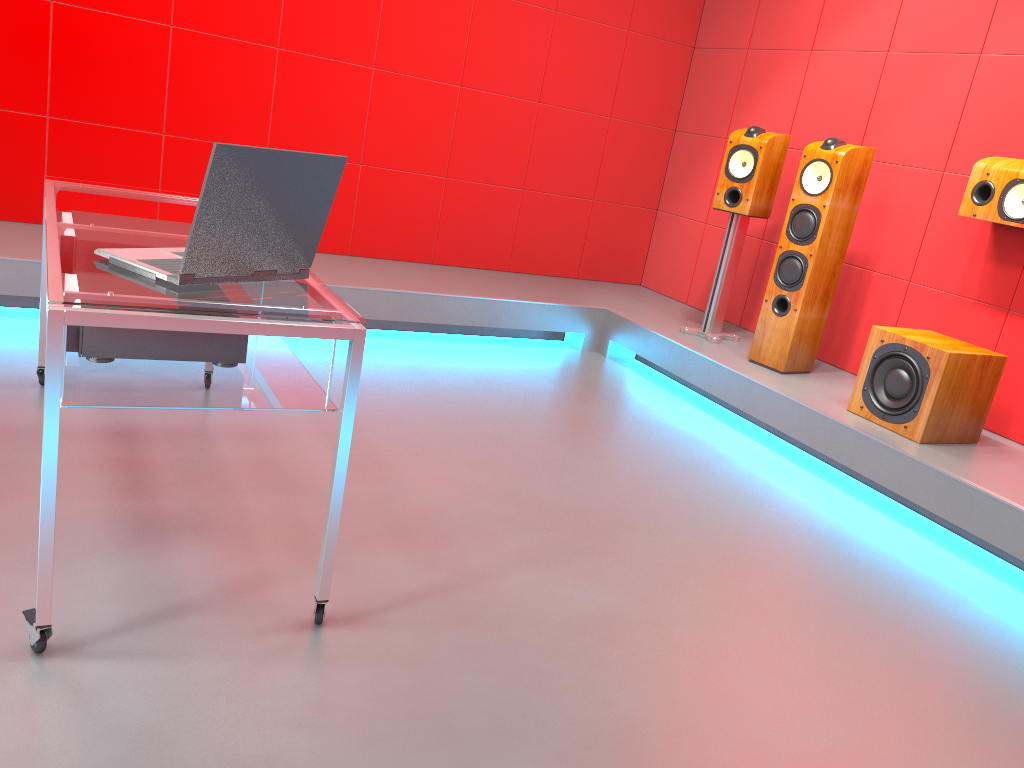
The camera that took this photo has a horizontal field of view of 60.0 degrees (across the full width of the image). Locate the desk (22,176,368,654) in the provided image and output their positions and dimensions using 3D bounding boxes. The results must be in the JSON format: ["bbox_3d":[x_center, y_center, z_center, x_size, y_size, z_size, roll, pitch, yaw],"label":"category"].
[{"bbox_3d":[-0.937,-0.066,2.348,0.594,0.690,1.617,2,18,-29],"label":"desk"}]

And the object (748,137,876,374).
[{"bbox_3d":[1.352,-0.576,4.033,0.238,1.052,0.203,-2,20,-38],"label":"object"}]

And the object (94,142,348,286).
[{"bbox_3d":[-0.600,-0.368,1.835,0.340,0.285,0.342,20,18,29],"label":"object"}]

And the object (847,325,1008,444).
[{"bbox_3d":[1.623,0.000,3.494,0.360,0.360,0.360,2,18,-29],"label":"object"}]

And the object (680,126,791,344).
[{"bbox_3d":[1.123,-0.748,4.463,0.231,1.058,0.265,24,21,38],"label":"object"}]

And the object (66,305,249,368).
[{"bbox_3d":[-0.839,-0.150,2.044,0.365,0.092,0.435,2,18,-29],"label":"object"}]

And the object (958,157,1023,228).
[{"bbox_3d":[2.051,-0.732,3.432,0.235,0.271,0.493,2,18,-29],"label":"object"}]
